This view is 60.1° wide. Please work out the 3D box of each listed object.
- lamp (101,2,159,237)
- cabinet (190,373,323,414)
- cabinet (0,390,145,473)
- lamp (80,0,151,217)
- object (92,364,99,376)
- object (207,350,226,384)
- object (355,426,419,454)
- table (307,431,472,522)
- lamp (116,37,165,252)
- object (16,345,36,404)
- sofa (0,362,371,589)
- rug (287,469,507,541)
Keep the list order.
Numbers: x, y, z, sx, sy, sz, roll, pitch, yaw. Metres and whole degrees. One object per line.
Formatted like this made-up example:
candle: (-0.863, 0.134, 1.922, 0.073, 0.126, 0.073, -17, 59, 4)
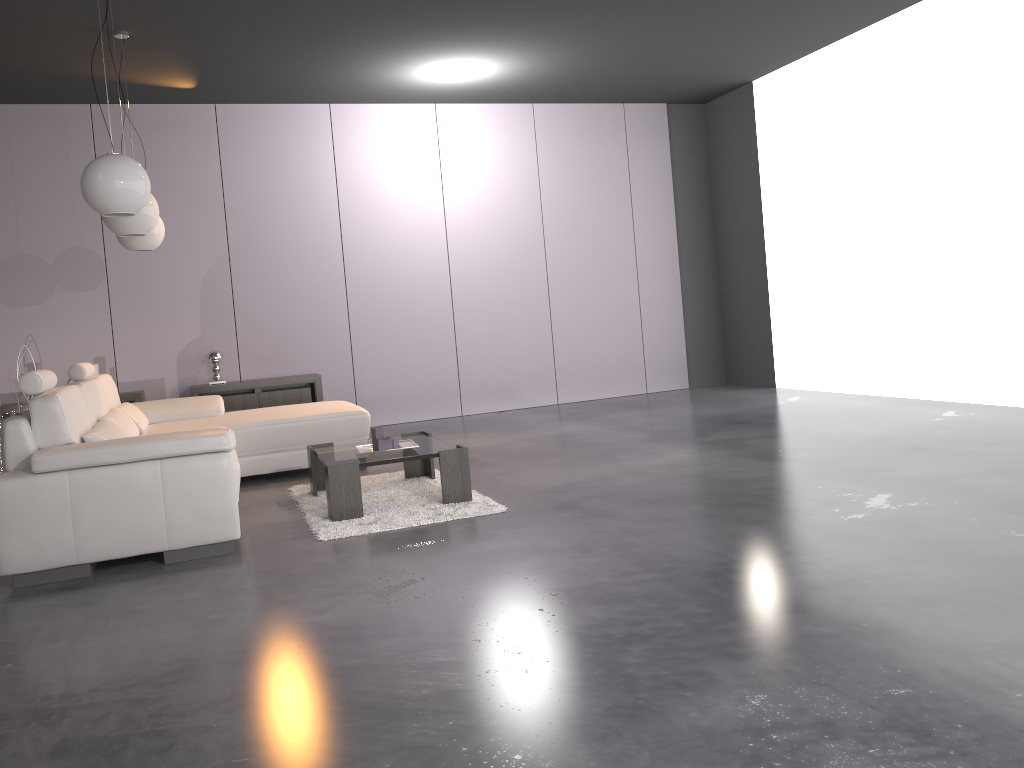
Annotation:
lamp: (-2.219, -1.549, 5.021, 0.307, 1.413, 0.307, -5, 2, -16)
cabinet: (-2.194, 0.243, 7.680, 1.074, 0.554, 0.377, -6, 3, -19)
cabinet: (-3.554, 0.395, 7.206, 1.074, 0.554, 0.377, -6, 3, -19)
lamp: (-1.938, -1.510, 4.213, 0.306, 1.413, 0.308, -3, 2, 39)
object: (-3.451, -0.033, 7.317, 0.089, 0.263, 0.089, -4, 2, 32)
object: (-2.537, -0.148, 7.590, 0.140, 0.284, 0.140, -6, 2, -19)
object: (-0.665, 0.284, 4.656, 0.304, 0.136, 0.305, -6, 4, -14)
table: (-0.688, 0.471, 4.769, 0.702, 0.270, 0.906, -6, 4, -19)
lamp: (-2.515, -1.588, 5.861, 0.307, 1.413, 0.307, -5, 2, -16)
object: (-3.884, -0.080, 7.089, 0.124, 0.465, 0.108, -5, 2, -18)
sofa: (-1.676, 0.242, 5.141, 1.871, 0.857, 2.864, -6, 4, -19)
rug: (-0.680, 0.610, 4.757, 0.918, 0.023, 1.527, -6, 5, -19)
